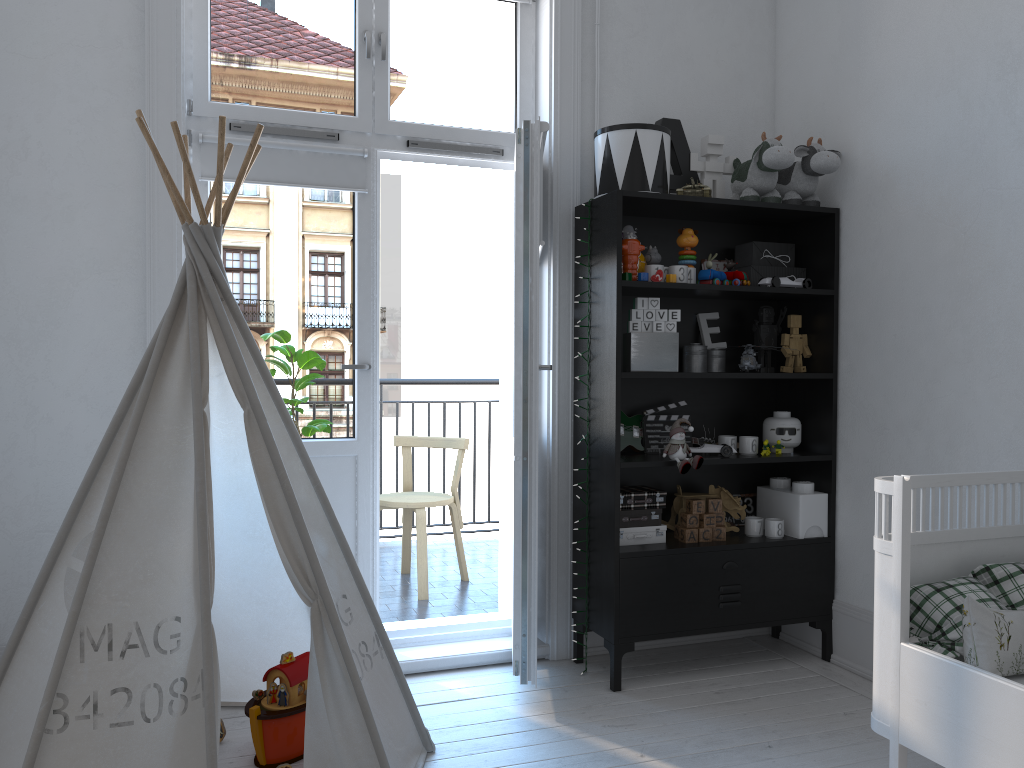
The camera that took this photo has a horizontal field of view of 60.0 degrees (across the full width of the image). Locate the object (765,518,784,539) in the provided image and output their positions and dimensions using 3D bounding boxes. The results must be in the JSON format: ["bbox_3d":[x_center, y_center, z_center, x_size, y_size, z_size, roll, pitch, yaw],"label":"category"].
[{"bbox_3d":[0.964,0.531,3.258,0.067,0.067,0.067,0,1,-6],"label":"object"}]

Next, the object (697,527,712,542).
[{"bbox_3d":[0.685,0.540,3.191,0.050,0.050,0.050,0,1,-15],"label":"object"}]

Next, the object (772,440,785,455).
[{"bbox_3d":[0.983,0.234,3.272,0.042,0.054,0.031,1,1,25],"label":"object"}]

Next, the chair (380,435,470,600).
[{"bbox_3d":[-0.466,0.622,4.317,0.436,0.715,0.498,1,1,25],"label":"chair"}]

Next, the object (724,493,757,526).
[{"bbox_3d":[0.832,0.498,3.482,0.347,0.120,0.034,0,1,-20],"label":"object"}]

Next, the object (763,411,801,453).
[{"bbox_3d":[1.027,0.185,3.373,0.139,0.162,0.139,1,2,45],"label":"object"}]

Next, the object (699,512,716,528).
[{"bbox_3d":[0.700,0.490,3.195,0.050,0.050,0.050,0,1,-20],"label":"object"}]

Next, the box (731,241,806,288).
[{"bbox_3d":[0.987,-0.443,3.401,0.251,0.189,0.179,0,1,-20],"label":"box"}]

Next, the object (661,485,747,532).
[{"bbox_3d":[0.720,0.472,3.345,0.337,0.186,0.111,0,1,-5],"label":"object"}]

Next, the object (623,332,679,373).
[{"bbox_3d":[0.485,-0.110,3.113,0.170,0.138,0.124,0,1,-5],"label":"object"}]

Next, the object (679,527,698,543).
[{"bbox_3d":[0.630,0.540,3.171,0.050,0.050,0.050,0,1,-20],"label":"object"}]

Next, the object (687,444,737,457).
[{"bbox_3d":[0.694,0.237,3.205,0.230,0.048,0.098,0,1,5],"label":"object"}]

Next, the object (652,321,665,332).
[{"bbox_3d":[0.505,-0.197,3.077,0.040,0.040,0.040,0,1,-5],"label":"object"}]

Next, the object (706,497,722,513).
[{"bbox_3d":[0.733,0.440,3.222,0.050,0.050,0.050,0,1,0],"label":"object"}]

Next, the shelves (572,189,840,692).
[{"bbox_3d":[0.714,0.192,3.267,0.911,1.678,0.353,0,1,-20],"label":"shelves"}]

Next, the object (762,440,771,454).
[{"bbox_3d":[0.944,0.233,3.289,0.042,0.054,0.031,0,1,-20],"label":"object"}]

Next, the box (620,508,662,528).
[{"bbox_3d":[0.403,0.471,3.179,0.215,0.062,0.179,0,1,-20],"label":"box"}]

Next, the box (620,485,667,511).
[{"bbox_3d":[0.420,0.409,3.186,0.215,0.062,0.179,0,1,-20],"label":"box"}]

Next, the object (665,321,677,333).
[{"bbox_3d":[0.551,-0.197,3.081,0.040,0.040,0.040,0,1,10],"label":"object"}]

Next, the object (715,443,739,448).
[{"bbox_3d":[0.857,0.241,3.425,0.163,0.034,0.069,0,1,-20],"label":"object"}]

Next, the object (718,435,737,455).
[{"bbox_3d":[0.798,0.226,3.285,0.067,0.067,0.067,0,1,-6],"label":"object"}]

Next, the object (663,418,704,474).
[{"bbox_3d":[0.588,0.212,3.040,0.110,0.186,0.129,-1,1,-33],"label":"object"}]

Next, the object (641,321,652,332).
[{"bbox_3d":[0.460,-0.197,3.080,0.040,0.040,0.040,0,1,-15],"label":"object"}]

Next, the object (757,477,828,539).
[{"bbox_3d":[1.064,0.464,3.379,0.132,0.199,0.267,0,1,-20],"label":"object"}]

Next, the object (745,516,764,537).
[{"bbox_3d":[0.899,0.530,3.292,0.067,0.067,0.067,0,1,-6],"label":"object"}]

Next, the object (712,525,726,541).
[{"bbox_3d":[0.748,0.540,3.214,0.050,0.050,0.050,0,1,10],"label":"object"}]

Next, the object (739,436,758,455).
[{"bbox_3d":[0.870,0.227,3.262,0.067,0.067,0.067,0,1,-6],"label":"object"}]

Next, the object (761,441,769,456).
[{"bbox_3d":[0.923,0.234,3.225,0.031,0.054,0.042,1,1,30],"label":"object"}]

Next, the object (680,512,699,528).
[{"bbox_3d":[0.640,0.490,3.194,0.050,0.050,0.050,0,1,-20],"label":"object"}]

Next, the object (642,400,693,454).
[{"bbox_3d":[0.580,0.161,3.320,0.201,0.199,0.048,0,1,-20],"label":"object"}]

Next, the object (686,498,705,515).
[{"bbox_3d":[0.660,0.441,3.192,0.050,0.050,0.050,0,1,-20],"label":"object"}]

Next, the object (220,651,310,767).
[{"bbox_3d":[-0.533,0.898,2.278,0.385,0.284,0.856,0,1,-29],"label":"object"}]

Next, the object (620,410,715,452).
[{"bbox_3d":[0.533,0.192,3.332,0.542,0.239,0.093,0,1,-20],"label":"object"}]

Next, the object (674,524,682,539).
[{"bbox_3d":[0.625,0.539,3.227,0.050,0.050,0.050,0,1,-20],"label":"object"}]

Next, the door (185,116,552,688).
[{"bbox_3d":[-0.424,0.052,2.958,1.264,1.839,0.636,0,1,-19],"label":"door"}]

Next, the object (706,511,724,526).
[{"bbox_3d":[0.741,0.490,3.240,0.050,0.050,0.050,0,1,-20],"label":"object"}]

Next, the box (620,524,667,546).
[{"bbox_3d":[0.420,0.532,3.187,0.215,0.062,0.179,0,1,-20],"label":"box"}]
